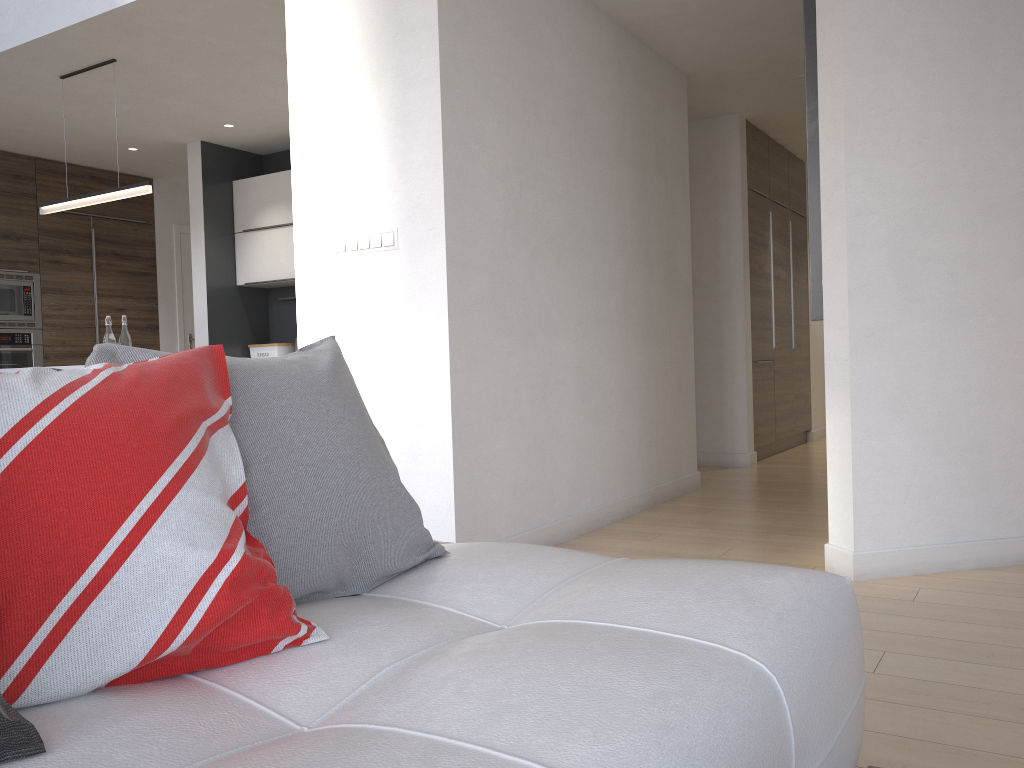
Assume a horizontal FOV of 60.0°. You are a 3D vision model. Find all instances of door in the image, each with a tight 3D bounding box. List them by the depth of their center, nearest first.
[{"bbox_3d":[-2.722,-0.372,8.322,0.085,2.136,0.974,-1,2,31],"label":"door"}]

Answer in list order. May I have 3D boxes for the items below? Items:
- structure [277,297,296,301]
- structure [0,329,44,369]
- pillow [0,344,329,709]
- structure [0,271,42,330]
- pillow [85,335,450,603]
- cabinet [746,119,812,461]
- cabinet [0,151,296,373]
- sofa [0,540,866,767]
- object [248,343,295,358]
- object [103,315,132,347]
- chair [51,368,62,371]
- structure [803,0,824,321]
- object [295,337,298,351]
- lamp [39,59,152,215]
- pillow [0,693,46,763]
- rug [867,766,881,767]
[{"bbox_3d":[-0.541,-0.684,6.151,3.000,0.045,0.050,-1,2,31],"label":"structure"},{"bbox_3d":[-3.953,-0.120,6.712,0.495,0.570,0.595,-1,2,31],"label":"structure"},{"bbox_3d":[-0.986,0.202,0.400,0.575,0.449,2.250,-1,1,29],"label":"pillow"},{"bbox_3d":[-3.985,-0.620,6.710,0.459,0.430,0.595,-1,2,31],"label":"structure"},{"bbox_3d":[-0.653,0.163,0.309,0.647,0.453,2.953,-1,1,19],"label":"pillow"},{"bbox_3d":[2.173,-0.692,7.168,0.054,2.496,1.806,-1,2,31],"label":"cabinet"},{"bbox_3d":[-1.743,-0.531,5.519,4.694,2.501,2.402,-1,2,32],"label":"cabinet"},{"bbox_3d":[-0.232,0.429,0.055,2.614,0.732,3.424,-1,2,31],"label":"sofa"},{"bbox_3d":[-1.827,-0.232,6.829,0.380,0.148,0.263,-1,2,31],"label":"object"},{"bbox_3d":[-2.122,-0.232,4.659,0.148,0.267,0.323,-2,1,-4],"label":"object"},{"bbox_3d":[-2.030,0.336,4.271,0.475,0.838,0.434,-1,1,29],"label":"chair"},{"bbox_3d":[3.330,-1.600,4.254,2.823,4.339,4.190,-1,2,31],"label":"structure"},{"bbox_3d":[-1.438,-0.324,6.632,0.562,0.319,0.191,-1,2,32],"label":"object"},{"bbox_3d":[-2.340,-1.377,4.919,0.998,0.756,0.020,-1,2,31],"label":"lamp"},{"bbox_3d":[-1.150,0.188,0.117,0.608,0.436,2.120,-1,1,27],"label":"pillow"},{"bbox_3d":[0.775,0.751,0.270,1.662,0.016,2.326,-1,2,31],"label":"rug"}]
